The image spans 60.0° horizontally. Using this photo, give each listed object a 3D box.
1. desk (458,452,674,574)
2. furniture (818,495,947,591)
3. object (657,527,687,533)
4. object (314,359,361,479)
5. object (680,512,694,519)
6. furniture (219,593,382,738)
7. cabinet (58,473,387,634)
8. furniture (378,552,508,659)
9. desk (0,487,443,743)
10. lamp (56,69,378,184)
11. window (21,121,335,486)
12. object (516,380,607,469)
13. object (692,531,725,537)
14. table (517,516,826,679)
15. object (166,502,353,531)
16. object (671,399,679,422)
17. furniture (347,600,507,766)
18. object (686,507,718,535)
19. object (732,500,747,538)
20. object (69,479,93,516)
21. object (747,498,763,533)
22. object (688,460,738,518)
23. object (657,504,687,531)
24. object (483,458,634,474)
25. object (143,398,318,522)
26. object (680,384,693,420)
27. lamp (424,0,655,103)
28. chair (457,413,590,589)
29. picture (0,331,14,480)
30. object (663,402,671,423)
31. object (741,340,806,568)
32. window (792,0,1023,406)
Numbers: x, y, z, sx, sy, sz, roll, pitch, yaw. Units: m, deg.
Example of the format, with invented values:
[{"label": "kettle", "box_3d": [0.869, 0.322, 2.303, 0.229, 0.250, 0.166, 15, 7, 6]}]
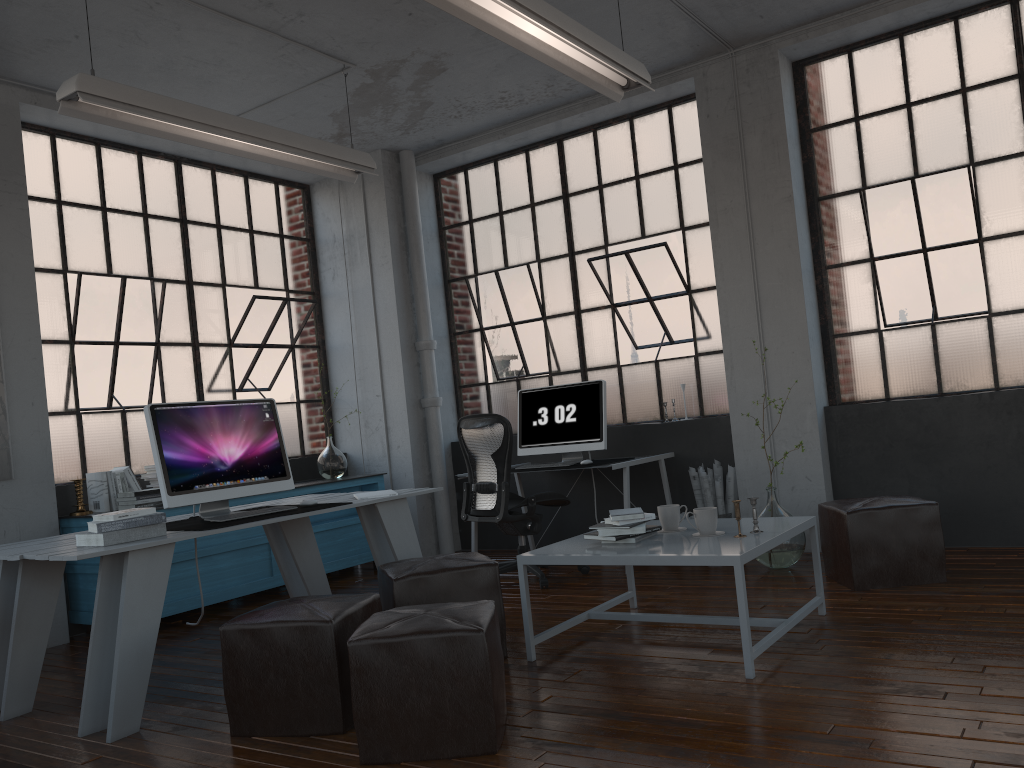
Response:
[{"label": "desk", "box_3d": [0.403, 0.896, 6.156, 1.228, 0.688, 0.932, -7, -2, 34]}, {"label": "furniture", "box_3d": [1.916, 0.826, 4.626, 0.503, 0.460, 0.504, -6, -2, 1]}, {"label": "object", "box_3d": [0.723, 0.661, 4.017, 0.137, 0.003, 0.138, -4, -3, -35]}, {"label": "object", "box_3d": [-1.330, 0.254, 6.827, 0.434, 0.939, 0.231, -6, -1, 16]}, {"label": "object", "box_3d": [1.126, 1.003, 5.900, 0.290, 0.293, 0.291, -6, -2, -8]}, {"label": "furniture", "box_3d": [-0.756, 1.033, 3.299, 0.480, 0.439, 0.480, -6, -2, 13]}, {"label": "cabinet", "box_3d": [-1.814, 1.106, 6.063, 0.627, 0.732, 2.261, -7, -3, 34]}, {"label": "furniture", "box_3d": [-0.321, 1.007, 3.947, 0.502, 0.460, 0.504, -5, -2, -18]}, {"label": "desk", "box_3d": [-1.361, 0.988, 4.277, 1.077, 0.704, 2.075, -7, -3, 34]}, {"label": "lamp", "box_3d": [-1.411, -1.320, 4.613, 0.202, 0.205, 1.876, -7, -3, 34]}, {"label": "window", "box_3d": [-2.314, -0.509, 6.416, 0.670, 2.389, 2.588, -7, -2, 34]}, {"label": "object", "box_3d": [0.300, 0.283, 6.107, 0.715, 0.552, 0.377, -7, -2, 36]}, {"label": "object", "box_3d": [0.838, 0.638, 3.778, 0.137, 0.003, 0.138, -4, -3, -35]}, {"label": "table", "box_3d": [0.719, 0.880, 3.867, 0.974, 0.444, 0.990, -7, -3, 34]}, {"label": "object", "box_3d": [-1.279, 0.624, 4.167, 0.688, 0.008, 0.847, -8, -3, 35]}, {"label": "object", "box_3d": [1.160, 0.188, 6.336, 0.066, 0.160, 0.066, -5, -1, -25]}, {"label": "furniture", "box_3d": [-0.264, 0.970, 2.935, 0.471, 0.431, 0.471, -6, -2, 3]}, {"label": "object", "box_3d": [0.818, 0.585, 3.763, 0.101, 0.109, 0.129, -7, -2, 43]}, {"label": "object", "box_3d": [0.926, 0.551, 3.627, 0.052, 0.148, 0.053, -6, -1, -15]}, {"label": "object", "box_3d": [-2.599, 0.669, 5.327, 0.132, 0.236, 0.132, -6, -1, 0]}, {"label": "object", "box_3d": [1.013, 0.544, 3.700, 0.055, 0.153, 0.055, -6, -1, 11]}, {"label": "object", "box_3d": [1.390, 0.815, 5.961, 0.293, 0.627, 0.275, -6, -1, -14]}, {"label": "object", "box_3d": [0.724, 0.606, 4.028, 0.101, 0.109, 0.129, -7, -2, 43]}, {"label": "object", "box_3d": [0.326, 0.565, 6.100, 0.849, 0.008, 0.686, -8, -3, 36]}, {"label": "object", "box_3d": [-1.309, 0.343, 4.175, 0.377, 0.552, 0.713, -7, -2, 36]}, {"label": "object", "box_3d": [1.225, 0.127, 6.286, 0.084, 0.256, 0.084, -5, -1, -33]}, {"label": "lamp", "box_3d": [0.072, -1.720, 3.657, 0.202, 0.628, 1.876, -7, -2, 34]}, {"label": "chair", "box_3d": [0.006, 0.717, 5.704, 0.771, 1.085, 0.791, -7, -2, 38]}, {"label": "picture", "box_3d": [-3.110, -0.280, 4.620, 0.025, 1.649, 0.852, -6, -1, 34]}, {"label": "object", "box_3d": [1.099, 0.197, 6.331, 0.055, 0.153, 0.055, -6, -1, -7]}, {"label": "object", "box_3d": [1.540, 0.389, 5.051, 0.330, 1.339, 0.619, -5, -1, -19]}, {"label": "window", "box_3d": [3.017, -1.114, 5.106, 2.594, 2.389, 0.669, -7, -2, 34]}]
